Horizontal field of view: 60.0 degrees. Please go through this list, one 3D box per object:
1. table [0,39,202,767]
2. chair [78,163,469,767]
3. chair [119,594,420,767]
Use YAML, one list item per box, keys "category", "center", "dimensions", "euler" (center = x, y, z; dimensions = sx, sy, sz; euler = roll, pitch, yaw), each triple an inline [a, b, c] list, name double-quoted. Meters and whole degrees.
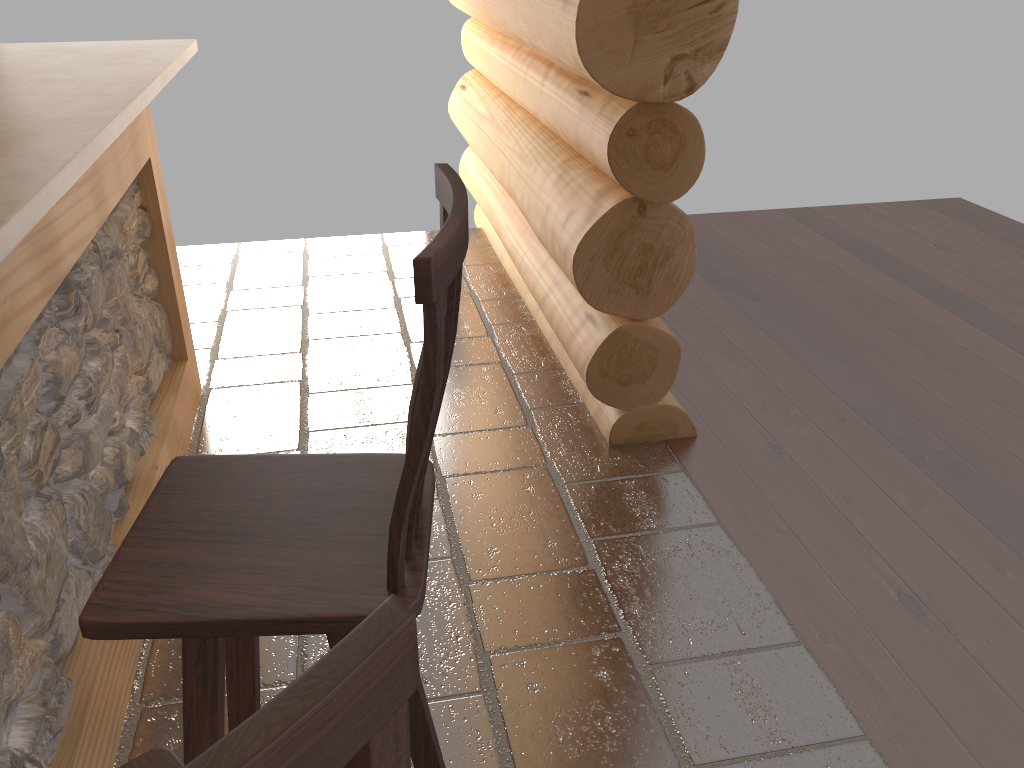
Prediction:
- category: "table"
  center: [-1.416, 0.069, 2.024]
  dimensions: [1.196, 1.257, 3.220]
  euler: [-5, 28, -10]
- category: "chair"
  center: [-0.303, 0.374, 1.353]
  dimensions: [0.504, 1.319, 0.406]
  euler: [-1, 27, -1]
- category: "chair"
  center: [-0.342, 0.686, 0.744]
  dimensions: [0.406, 1.319, 0.504]
  euler: [-23, 35, -37]
